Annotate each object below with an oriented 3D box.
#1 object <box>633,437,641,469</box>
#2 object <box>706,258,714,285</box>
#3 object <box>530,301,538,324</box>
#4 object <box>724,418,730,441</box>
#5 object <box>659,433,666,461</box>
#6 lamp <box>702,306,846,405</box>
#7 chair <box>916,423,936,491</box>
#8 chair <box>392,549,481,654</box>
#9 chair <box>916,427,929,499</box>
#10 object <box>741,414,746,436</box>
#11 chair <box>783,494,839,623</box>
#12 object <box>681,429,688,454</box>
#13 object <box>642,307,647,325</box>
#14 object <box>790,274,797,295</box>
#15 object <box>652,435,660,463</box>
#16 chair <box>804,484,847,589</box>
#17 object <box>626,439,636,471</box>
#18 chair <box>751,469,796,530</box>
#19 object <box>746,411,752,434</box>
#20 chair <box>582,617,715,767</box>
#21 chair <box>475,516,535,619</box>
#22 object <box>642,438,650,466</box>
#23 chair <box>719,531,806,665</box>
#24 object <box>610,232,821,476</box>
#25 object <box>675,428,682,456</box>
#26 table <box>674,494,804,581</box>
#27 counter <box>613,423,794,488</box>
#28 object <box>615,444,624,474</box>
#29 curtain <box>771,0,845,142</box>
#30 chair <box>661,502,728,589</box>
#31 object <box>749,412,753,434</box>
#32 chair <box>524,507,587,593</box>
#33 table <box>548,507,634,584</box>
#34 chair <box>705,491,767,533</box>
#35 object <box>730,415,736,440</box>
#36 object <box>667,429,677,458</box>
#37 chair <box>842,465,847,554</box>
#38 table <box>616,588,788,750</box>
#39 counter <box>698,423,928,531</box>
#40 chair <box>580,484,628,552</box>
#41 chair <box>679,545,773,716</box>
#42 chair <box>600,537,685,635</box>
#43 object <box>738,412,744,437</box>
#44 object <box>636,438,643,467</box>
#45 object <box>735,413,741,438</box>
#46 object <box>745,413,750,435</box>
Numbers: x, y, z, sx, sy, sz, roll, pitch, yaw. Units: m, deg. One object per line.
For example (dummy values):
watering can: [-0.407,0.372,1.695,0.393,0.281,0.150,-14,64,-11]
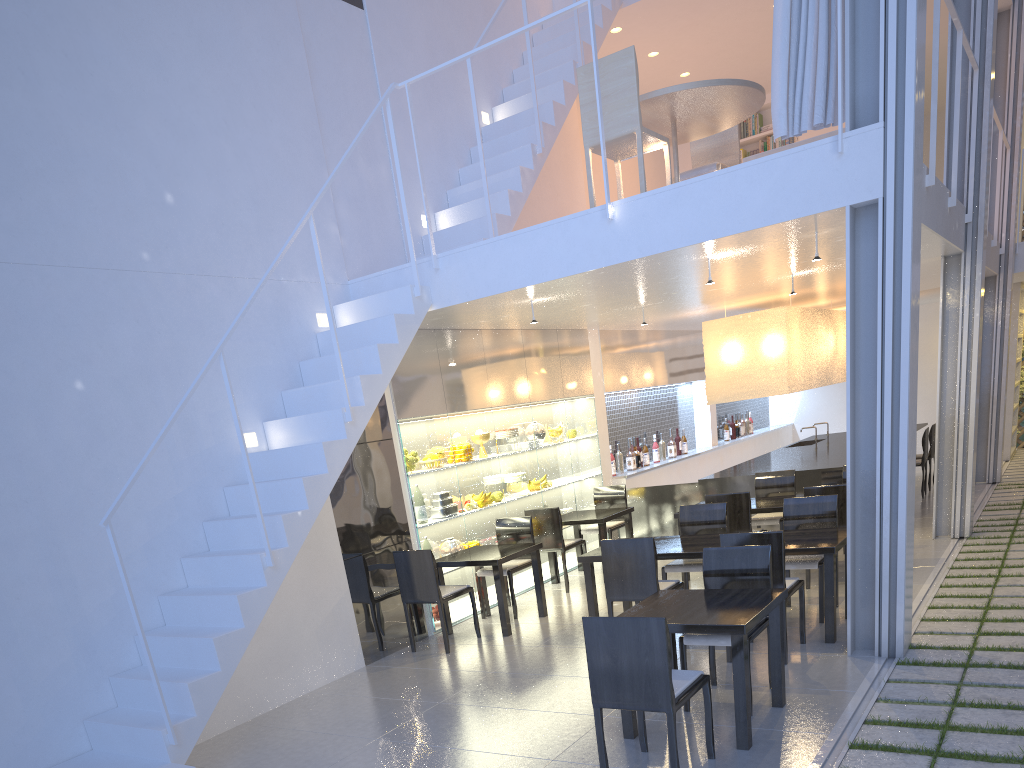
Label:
object: [0.232,0.438,4.414,0.104,0.313,1.947,4,6,36]
object: [0.643,-0.368,2.677,0.028,0.085,0.027,7,21,43]
object: [0.078,-0.267,3.047,0.028,0.085,0.027,7,21,43]
object: [1.705,0.365,6.544,0.042,0.195,0.037,-6,17,4]
object: [1.016,0.426,5.566,0.045,0.200,0.041,-10,17,-9]
lamp: [1.827,-0.194,5.187,0.449,0.454,2.163,-2,2,35]
chair: [2.682,0.497,5.481,0.239,0.471,0.175,1,17,34]
chair: [-0.296,0.858,3.332,0.191,0.471,0.219,2,17,33]
chair: [2.498,0.514,5.223,0.240,0.471,0.174,0,17,29]
object: [1.924,0.342,6.864,0.045,0.200,0.041,-10,17,-9]
chair: [1.059,0.640,2.992,0.191,0.471,0.219,2,17,33]
object: [1.221,0.409,5.841,0.042,0.195,0.037,-6,17,4]
object: [0.609,-0.316,3.812,0.028,0.085,0.027,7,21,43]
object: [1.175,-0.417,3.442,0.028,0.085,0.027,7,21,43]
object: [0.955,0.430,5.465,0.043,0.199,0.039,3,20,33]
chair: [1.335,0.614,3.389,0.191,0.471,0.219,2,17,33]
object: [0.207,0.441,4.378,0.046,0.313,1.873,5,6,35]
chair: [1.244,0.652,3.975,0.191,0.471,0.219,2,17,33]
object: [1.992,0.326,6.949,0.045,0.218,0.043,-12,17,-14]
chair: [0.323,0.706,1.885,0.191,0.471,0.219,2,17,33]
chair: [-0.027,0.834,3.719,0.191,0.471,0.219,2,17,33]
object: [0.210,0.439,4.394,0.057,0.317,2.280,5,6,35]
chair: [0.808,0.663,2.631,0.191,0.471,0.219,2,17,33]
object: [0.727,0.056,3.757,1.687,0.876,1.724,-7,2,32]
object: [1.170,0.408,5.793,0.044,0.208,0.041,0,18,24]
table: [1.241,0.691,3.720,0.923,0.352,0.327,-8,7,33]
counter: [1.581,0.699,6.383,0.231,0.468,3.412,2,4,35]
object: [0.148,0.448,4.341,0.045,0.313,1.757,5,7,36]
curtain: [0.529,-1.891,1.918,0.513,2.597,0.088,1,19,27]
chair: [0.717,0.701,3.216,0.191,0.471,0.219,2,17,33]
object: [2.028,0.331,6.999,0.042,0.199,0.040,9,23,43]
chair: [0.231,0.810,4.090,0.191,0.471,0.219,2,17,33]
table: [0.409,0.839,4.264,0.360,0.356,0.327,-3,10,33]
chair: [0.993,0.675,3.613,0.191,0.471,0.219,2,17,33]
object: [1.775,0.351,6.615,0.044,0.208,0.041,0,18,24]
object: [1.096,0.409,5.652,0.045,0.218,0.043,4,20,34]
chair: [1.586,0.591,3.751,0.191,0.471,0.219,2,17,33]
table: [0.500,0.739,2.166,0.360,0.356,0.327,-3,10,33]
counter: [2.069,0.606,5.362,0.821,0.399,2.363,-7,-1,35]
chair: [0.500,0.785,4.478,0.191,0.471,0.219,2,17,33]
chair: [0.593,0.681,2.273,0.191,0.471,0.219,2,17,33]
chair: [0.466,0.724,2.855,0.191,0.471,0.219,2,17,33]
object: [1.884,0.338,6.807,0.045,0.218,0.043,4,20,34]
object: [0.232,0.440,4.465,0.066,0.312,2.012,4,6,35]
object: [1.841,0.340,6.738,0.046,0.218,0.042,3,20,32]
object: [1.967,0.337,6.899,0.045,0.200,0.041,3,20,32]
